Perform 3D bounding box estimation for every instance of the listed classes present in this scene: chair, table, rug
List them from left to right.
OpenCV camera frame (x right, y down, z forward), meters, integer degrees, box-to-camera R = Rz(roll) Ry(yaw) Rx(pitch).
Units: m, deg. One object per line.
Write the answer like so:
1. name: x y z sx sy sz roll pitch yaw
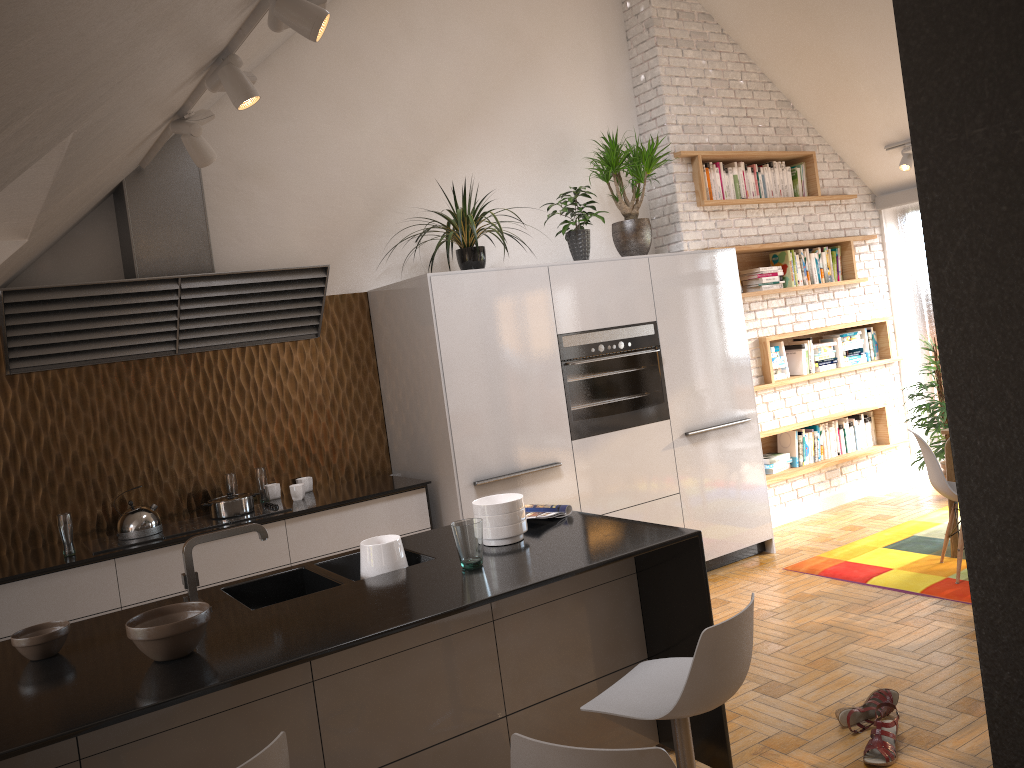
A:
1. chair: -0.644 1.185 1.827 0.429 0.866 0.405 -7 1 31
2. chair: 0.262 1.064 1.796 0.403 0.871 0.431 -7 1 26
3. chair: 0.469 1.007 2.339 0.428 0.866 0.405 -7 1 38
4. chair: 0.977 -0.075 3.792 4.030 2.684 3.483 -9 2 -32
5. chair: 2.491 0.618 4.803 0.541 0.801 0.466 -7 1 15
6. rug: 3.167 0.945 4.742 1.943 0.024 2.777 -10 3 -32
7. table: 3.225 0.565 4.723 0.853 0.754 1.463 -9 3 -32

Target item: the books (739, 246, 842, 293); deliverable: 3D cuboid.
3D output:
1. books: 2.026 -0.869 6.828 1.400 0.289 0.240 -9 2 -31

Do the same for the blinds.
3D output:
1. blinds: 3.372 -0.390 7.045 0.138 2.285 0.693 -8 1 -35

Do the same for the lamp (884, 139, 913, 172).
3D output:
1. lamp: 3.794 -1.762 5.342 0.208 0.261 3.484 -9 3 -31

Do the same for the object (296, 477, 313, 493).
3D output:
1. object: -1.138 0.555 4.866 0.077 0.077 0.078 -7 2 30

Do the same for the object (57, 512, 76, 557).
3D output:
1. object: -1.959 0.663 3.898 0.062 0.184 0.062 -8 1 -42

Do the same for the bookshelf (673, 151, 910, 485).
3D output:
1. bookshelf: 2.152 -0.564 6.866 2.206 2.414 0.356 -9 1 -32

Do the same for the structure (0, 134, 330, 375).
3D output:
1. structure: -1.748 -0.736 4.465 1.542 1.175 0.419 -9 1 -32

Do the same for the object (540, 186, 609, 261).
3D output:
1. object: 0.375 -0.953 5.314 0.397 0.470 0.363 -8 2 -20

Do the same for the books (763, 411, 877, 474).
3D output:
1. books: 2.209 0.477 6.870 1.683 0.284 0.237 -9 2 -31

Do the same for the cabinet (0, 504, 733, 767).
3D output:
1. cabinet: -0.624 1.005 2.637 2.444 1.135 0.998 -9 2 -32

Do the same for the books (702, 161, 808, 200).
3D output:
1. books: 1.746 -1.513 6.714 1.207 0.302 0.239 -9 2 -31

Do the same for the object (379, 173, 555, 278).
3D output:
1. object: -0.278 -0.909 5.047 1.019 0.583 0.921 -8 2 -14

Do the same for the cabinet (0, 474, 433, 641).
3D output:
1. cabinet: -1.851 0.957 4.084 3.099 0.915 0.622 -9 2 -32

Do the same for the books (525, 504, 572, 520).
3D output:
1. books: 0.053 0.500 3.391 0.281 0.044 0.223 -5 4 40

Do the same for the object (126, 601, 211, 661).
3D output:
1. object: -0.884 0.649 2.297 0.206 0.106 0.207 -7 3 27

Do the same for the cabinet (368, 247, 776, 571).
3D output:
1. cabinet: 0.449 0.276 5.451 2.257 2.001 0.823 -9 1 -32

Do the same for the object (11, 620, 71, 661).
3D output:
1. object: -1.297 0.715 2.447 0.145 0.075 0.146 -7 3 27

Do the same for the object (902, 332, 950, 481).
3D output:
1. object: 3.270 0.210 6.563 0.714 1.259 0.670 -7 1 25

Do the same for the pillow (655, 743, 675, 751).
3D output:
1. pillow: 0.517 1.199 3.477 0.320 0.389 0.424 -8 2 -4

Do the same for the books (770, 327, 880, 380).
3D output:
1. books: 2.374 -0.241 7.012 1.402 0.282 0.237 -9 2 -32

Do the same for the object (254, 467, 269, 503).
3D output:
1. object: -1.323 0.535 4.694 0.062 0.184 0.062 -8 1 -36

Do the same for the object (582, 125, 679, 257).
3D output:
1. object: 0.799 -1.278 5.776 0.662 0.947 0.714 -8 1 7

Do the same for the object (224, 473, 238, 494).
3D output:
1. object: -1.454 0.557 4.608 0.062 0.184 0.062 -8 1 -42

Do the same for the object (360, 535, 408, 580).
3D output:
1. object: -0.438 0.651 3.051 0.190 0.232 0.191 -7 2 20

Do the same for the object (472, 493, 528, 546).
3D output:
1. object: -0.040 0.473 3.089 0.182 0.146 0.181 -9 2 -35

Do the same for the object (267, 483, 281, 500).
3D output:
1. object: -1.288 0.580 4.776 0.078 0.077 0.077 -9 2 -45

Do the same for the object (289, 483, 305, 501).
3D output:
1. object: -1.118 0.565 4.626 0.077 0.077 0.078 -8 2 -15

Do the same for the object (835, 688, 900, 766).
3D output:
1. object: 1.289 1.229 3.220 0.231 0.129 0.453 -7 3 23

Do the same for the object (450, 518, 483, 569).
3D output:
1. object: -0.134 0.505 2.799 0.104 0.140 0.103 -9 2 -42
